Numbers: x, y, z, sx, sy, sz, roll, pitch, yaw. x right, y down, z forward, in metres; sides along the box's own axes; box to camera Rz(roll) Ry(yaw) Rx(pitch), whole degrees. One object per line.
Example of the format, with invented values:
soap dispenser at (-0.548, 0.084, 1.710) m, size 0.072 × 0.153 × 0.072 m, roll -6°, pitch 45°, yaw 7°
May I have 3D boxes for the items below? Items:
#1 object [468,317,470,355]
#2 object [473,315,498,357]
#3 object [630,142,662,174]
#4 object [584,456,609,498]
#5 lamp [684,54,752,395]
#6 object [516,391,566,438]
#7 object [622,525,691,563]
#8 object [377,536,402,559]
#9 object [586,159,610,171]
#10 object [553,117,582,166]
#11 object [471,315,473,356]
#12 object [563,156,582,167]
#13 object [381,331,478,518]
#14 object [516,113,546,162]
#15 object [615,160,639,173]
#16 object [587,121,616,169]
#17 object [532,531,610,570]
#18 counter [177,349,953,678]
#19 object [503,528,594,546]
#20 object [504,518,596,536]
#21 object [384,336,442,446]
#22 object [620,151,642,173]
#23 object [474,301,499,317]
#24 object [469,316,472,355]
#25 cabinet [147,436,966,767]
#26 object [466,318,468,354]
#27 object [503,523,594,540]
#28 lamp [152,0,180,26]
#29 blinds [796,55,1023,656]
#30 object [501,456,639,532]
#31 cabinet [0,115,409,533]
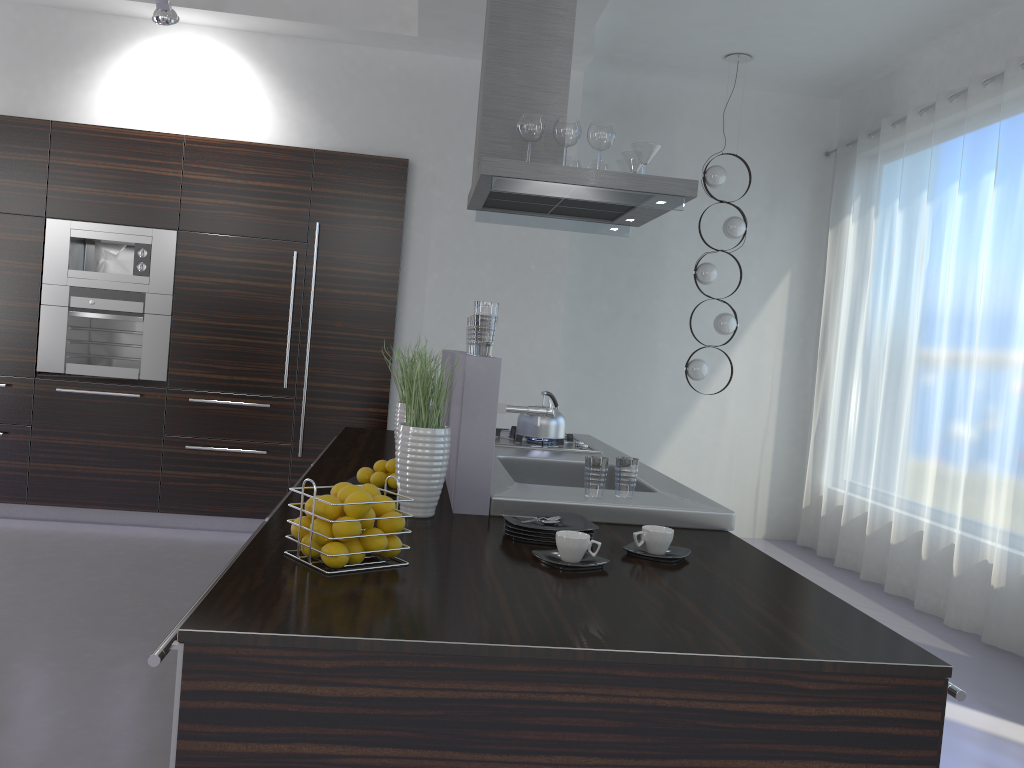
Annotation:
object at (-0.107, -0.150, 2.813) m, size 0.071 × 0.119 × 0.072 m, roll 6°, pitch 3°, yaw 34°
object at (-0.081, -0.139, 2.573) m, size 0.071 × 0.119 × 0.072 m, roll 6°, pitch 3°, yaw 34°
object at (0.583, -0.964, 3.918) m, size 0.137 × 0.174 × 0.137 m, roll 3°, pitch 3°, yaw -42°
object at (0.249, 0.278, 2.652) m, size 0.071 × 0.119 × 0.072 m, roll 5°, pitch 2°, yaw -6°
lamp at (1.484, -1.104, 6.247) m, size 0.367 × 2.370 × 0.180 m, roll 4°, pitch 2°, yaw -13°
object at (0.136, 0.130, 3.983) m, size 0.220 × 0.196 × 0.229 m, roll 4°, pitch 2°, yaw -14°
object at (0.357, 0.389, 2.179) m, size 0.153 × 0.069 × 0.153 m, roll 6°, pitch 2°, yaw 27°
object at (-0.263, 0.347, 1.892) m, size 0.061 × 0.053 × 0.053 m, roll 7°, pitch 3°, yaw 38°
object at (0.432, -1.023, 4.516) m, size 0.125 × 0.221 × 0.125 m, roll 6°, pitch 2°, yaw 18°
object at (0.231, -1.012, 3.777) m, size 0.125 × 0.221 × 0.125 m, roll 6°, pitch 2°, yaw 18°
object at (-0.090, -0.143, 2.653) m, size 0.071 × 0.119 × 0.072 m, roll 6°, pitch 3°, yaw 34°
object at (0.286, -1.035, 4.500) m, size 0.125 × 0.221 × 0.125 m, roll 6°, pitch 2°, yaw 18°
object at (-0.259, 0.108, 2.412) m, size 0.269 × 0.502 × 0.247 m, roll 6°, pitch 3°, yaw 36°
object at (0.075, -1.025, 3.758) m, size 0.125 × 0.221 × 0.125 m, roll 6°, pitch 2°, yaw 18°
object at (0.559, -0.980, 4.283) m, size 0.137 × 0.174 × 0.137 m, roll 3°, pitch 3°, yaw -42°
object at (0.377, -1.000, 3.793) m, size 0.125 × 0.221 × 0.125 m, roll 6°, pitch 2°, yaw 18°
object at (0.135, 0.376, 2.020) m, size 0.153 × 0.069 × 0.153 m, roll 3°, pitch 3°, yaw -33°
counter at (-0.067, 0.556, 3.080) m, size 1.302 × 1.300 × 3.291 m, roll 5°, pitch 2°, yaw -6°
object at (0.093, 0.387, 2.283) m, size 0.232 × 0.020 × 0.232 m, roll 5°, pitch 2°, yaw 2°
object at (0.095, 0.367, 2.282) m, size 0.232 × 0.020 × 0.232 m, roll 5°, pitch 2°, yaw -3°
object at (-0.381, 0.064, 3.292) m, size 0.247 × 0.502 × 0.269 m, roll 5°, pitch 2°, yaw -6°
object at (0.563, -0.973, 4.106) m, size 0.137 × 0.174 × 0.137 m, roll 3°, pitch 3°, yaw -42°
object at (-0.078, -0.177, 2.571) m, size 0.071 × 0.119 × 0.072 m, roll 6°, pitch 3°, yaw 34°
object at (-0.099, -0.146, 2.733) m, size 0.071 × 0.119 × 0.072 m, roll 6°, pitch 3°, yaw 34°
cabinet at (-0.097, 0.778, 3.089) m, size 1.377 × 0.852 × 3.285 m, roll 5°, pitch 2°, yaw -6°
object at (-0.116, -0.154, 2.893) m, size 0.072 × 0.119 × 0.071 m, roll 7°, pitch 3°, yaw 43°
object at (0.094, 0.377, 2.283) m, size 0.232 × 0.020 × 0.232 m, roll 5°, pitch 2°, yaw 2°
lamp at (-2.053, -2.287, 4.839) m, size 0.171 × 0.511 × 0.605 m, roll 6°, pitch 2°, yaw 25°
blinds at (2.534, -0.225, 5.365) m, size 0.120 × 3.112 × 3.245 m, roll 5°, pitch 2°, yaw -7°
object at (0.161, 0.292, 2.458) m, size 0.269 × 0.147 × 0.646 m, roll 6°, pitch 2°, yaw 18°
cabinet at (-2.585, -0.367, 5.851) m, size 3.600 × 2.500 × 0.669 m, roll 5°, pitch 2°, yaw -6°
